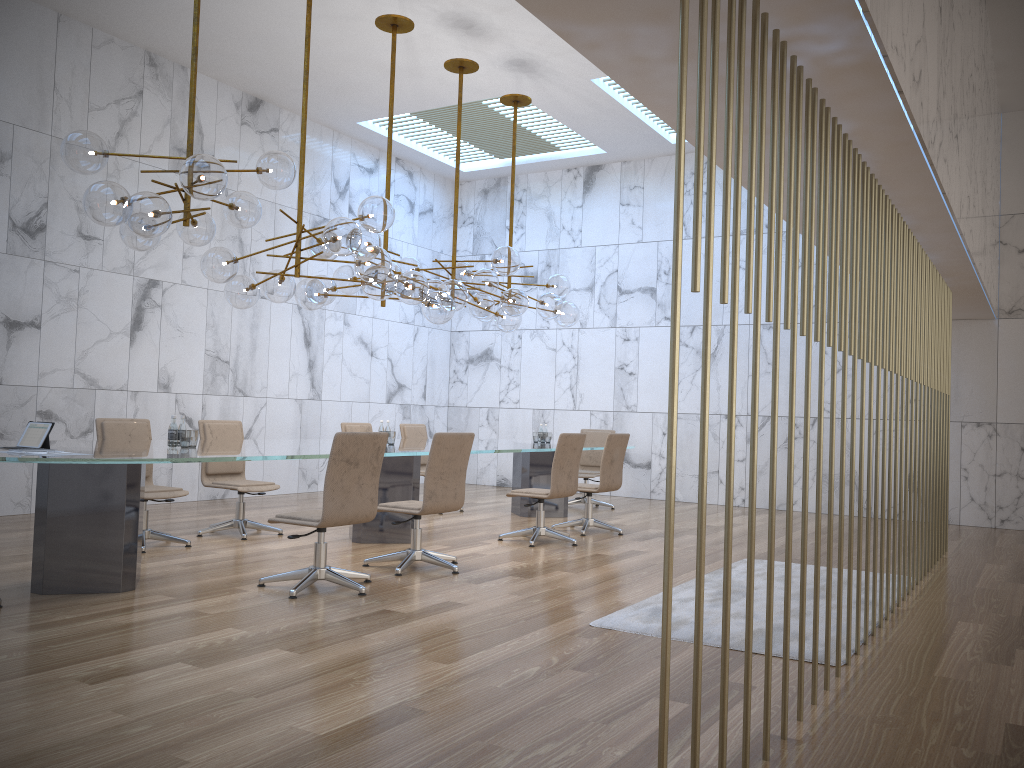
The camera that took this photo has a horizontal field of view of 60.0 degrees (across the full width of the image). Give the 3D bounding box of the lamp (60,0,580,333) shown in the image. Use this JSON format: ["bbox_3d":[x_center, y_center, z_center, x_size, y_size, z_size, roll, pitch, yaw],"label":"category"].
[{"bbox_3d":[-1.097,-1.862,7.850,1.557,2.716,5.672,1,-2,31],"label":"lamp"}]

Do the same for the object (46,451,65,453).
[{"bbox_3d":[-2.440,0.363,4.749,0.011,0.011,0.158,2,-2,6],"label":"object"}]

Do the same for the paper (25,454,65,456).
[{"bbox_3d":[-2.419,0.374,4.713,0.210,0.001,0.290,1,-2,24],"label":"paper"}]

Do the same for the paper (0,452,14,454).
[{"bbox_3d":[-2.637,0.370,4.824,0.210,0.001,0.290,1,-2,29],"label":"paper"}]

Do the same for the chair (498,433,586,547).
[{"bbox_3d":[0.297,0.934,8.045,0.697,1.000,0.726,1,-2,31],"label":"chair"}]

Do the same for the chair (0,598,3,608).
[{"bbox_3d":[-3.094,0.687,4.615,0.726,1.000,0.697,1,-2,32],"label":"chair"}]

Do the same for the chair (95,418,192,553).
[{"bbox_3d":[-2.931,0.781,7.025,0.697,1.000,0.726,1,-2,31],"label":"chair"}]

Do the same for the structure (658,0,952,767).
[{"bbox_3d":[2.260,0.172,5.284,0.023,2.456,7.223,1,-2,31],"label":"structure"}]

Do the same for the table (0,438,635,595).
[{"bbox_3d":[-1.134,0.953,7.848,2.092,0.835,7.924,1,-2,31],"label":"table"}]

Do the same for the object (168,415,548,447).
[{"bbox_3d":[-0.962,0.445,8.150,0.124,0.213,5.189,1,-2,31],"label":"object"}]

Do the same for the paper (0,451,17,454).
[{"bbox_3d":[-2.623,0.370,4.824,0.210,0.001,0.290,1,-2,30],"label":"paper"}]

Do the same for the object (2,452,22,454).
[{"bbox_3d":[-2.623,0.370,4.824,0.210,0.001,0.290,1,-2,29],"label":"object"}]

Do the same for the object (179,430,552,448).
[{"bbox_3d":[-0.929,0.493,8.112,0.183,0.117,5.112,1,-2,31],"label":"object"}]

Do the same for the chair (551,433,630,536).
[{"bbox_3d":[0.810,0.984,8.895,0.697,1.000,0.726,1,-2,31],"label":"chair"}]

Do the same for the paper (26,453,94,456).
[{"bbox_3d":[-2.419,0.373,4.713,0.210,0.001,0.290,1,-2,24],"label":"paper"}]

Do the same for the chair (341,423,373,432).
[{"bbox_3d":[-1.468,0.922,9.449,0.697,1.000,0.726,1,-2,31],"label":"chair"}]

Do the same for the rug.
[{"bbox_3d":[1.746,1.389,5.796,1.320,0.034,3.025,1,-2,31],"label":"rug"}]

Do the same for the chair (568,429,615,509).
[{"bbox_3d":[0.961,1.078,11.320,0.726,1.000,0.697,1,-2,32],"label":"chair"}]

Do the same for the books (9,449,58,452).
[{"bbox_3d":[-2.600,0.361,4.818,0.126,0.012,0.205,1,-2,28],"label":"books"}]

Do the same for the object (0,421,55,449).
[{"bbox_3d":[-2.820,0.296,5.133,0.255,0.159,0.205,1,-2,31],"label":"object"}]

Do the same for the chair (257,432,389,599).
[{"bbox_3d":[-1.174,0.792,5.609,0.697,1.000,0.726,1,-2,31],"label":"chair"}]

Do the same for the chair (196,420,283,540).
[{"bbox_3d":[-2.421,0.831,7.870,0.697,1.000,0.726,1,-2,31],"label":"chair"}]

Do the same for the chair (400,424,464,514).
[{"bbox_3d":[-0.952,0.972,10.304,0.697,1.000,0.726,1,-2,31],"label":"chair"}]

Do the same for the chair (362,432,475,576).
[{"bbox_3d":[-0.658,0.842,6.463,0.697,1.000,0.726,1,-2,31],"label":"chair"}]

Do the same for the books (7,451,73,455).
[{"bbox_3d":[-2.531,0.366,4.759,0.239,0.012,0.205,1,-2,19],"label":"books"}]
